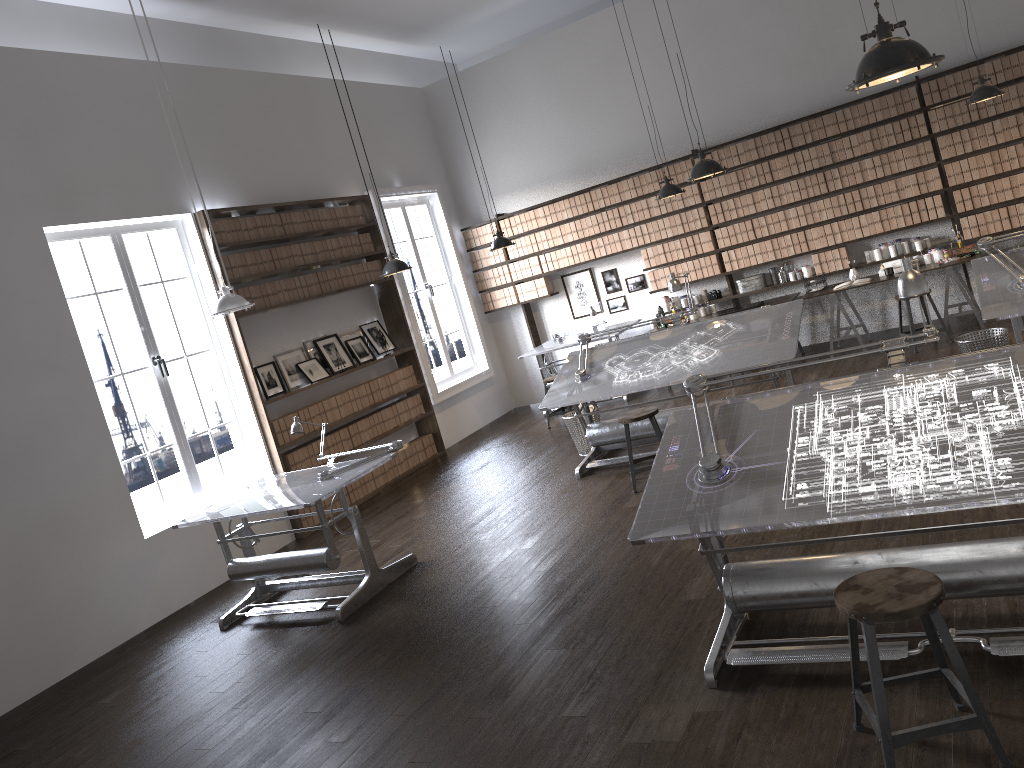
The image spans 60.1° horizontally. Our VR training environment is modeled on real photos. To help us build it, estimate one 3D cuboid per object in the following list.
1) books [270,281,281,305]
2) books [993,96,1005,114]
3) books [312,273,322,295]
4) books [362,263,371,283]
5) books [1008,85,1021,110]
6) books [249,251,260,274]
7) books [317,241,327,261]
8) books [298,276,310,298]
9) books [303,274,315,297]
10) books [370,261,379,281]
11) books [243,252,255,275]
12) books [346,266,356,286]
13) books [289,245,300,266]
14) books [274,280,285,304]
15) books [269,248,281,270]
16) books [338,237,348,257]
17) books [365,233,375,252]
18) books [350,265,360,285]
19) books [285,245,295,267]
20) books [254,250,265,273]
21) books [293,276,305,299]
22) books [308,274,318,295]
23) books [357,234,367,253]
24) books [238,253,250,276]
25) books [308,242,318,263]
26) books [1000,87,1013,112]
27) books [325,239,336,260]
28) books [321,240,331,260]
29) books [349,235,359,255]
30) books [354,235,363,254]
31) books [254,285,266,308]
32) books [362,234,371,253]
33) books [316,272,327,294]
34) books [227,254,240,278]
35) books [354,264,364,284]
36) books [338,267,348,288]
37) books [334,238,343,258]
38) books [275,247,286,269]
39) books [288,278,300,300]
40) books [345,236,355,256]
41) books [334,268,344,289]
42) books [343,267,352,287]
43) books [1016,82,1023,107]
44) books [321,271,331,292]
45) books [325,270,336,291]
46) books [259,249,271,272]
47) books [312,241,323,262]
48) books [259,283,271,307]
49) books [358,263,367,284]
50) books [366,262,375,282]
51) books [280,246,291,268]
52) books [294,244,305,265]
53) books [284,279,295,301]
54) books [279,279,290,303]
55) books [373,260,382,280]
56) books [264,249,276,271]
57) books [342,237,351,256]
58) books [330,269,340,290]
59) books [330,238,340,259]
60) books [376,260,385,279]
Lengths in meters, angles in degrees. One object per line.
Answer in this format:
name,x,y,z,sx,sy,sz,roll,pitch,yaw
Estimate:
books,-2.291,-0.833,8.334,0.173,0.225,0.067,-13,5,29
books,4.660,-2.697,8.491,0.066,0.225,0.176,-14,6,29
books,-2.018,-0.982,8.876,0.173,0.225,0.067,-13,5,29
books,-1.641,-1.185,9.610,0.173,0.225,0.067,-13,5,29
books,4.775,-2.722,8.420,0.066,0.225,0.176,-14,6,29
books,-2.441,-1.096,8.188,0.173,0.225,0.067,-13,5,29
books,-2.006,-1.333,9.047,0.173,0.225,0.067,-13,5,29
books,-2.101,-0.935,8.696,0.173,0.225,0.067,-13,5,29
books,-2.069,-0.952,8.760,0.173,0.225,0.067,-13,5,29
books,-1.577,-1.219,9.730,0.173,0.225,0.067,-13,5,29
books,-2.466,-1.081,8.126,0.173,0.225,0.067,-13,5,29
books,-1.767,-1.117,9.363,0.173,0.225,0.067,-13,5,29
books,-2.186,-1.233,8.678,0.173,0.225,0.067,-13,5,29
books,-2.261,-0.848,8.388,0.173,0.225,0.067,-13,5,29
books,-2.309,-1.167,8.438,0.173,0.225,0.067,-13,5,29
books,-1.849,-1.416,9.343,0.173,0.225,0.067,-13,5,29
books,-1.628,-1.537,9.787,0.173,0.225,0.067,-13,5,29
books,-1.733,-1.135,9.425,0.173,0.225,0.067,-13,5,29
books,-2.218,-1.216,8.614,0.173,0.225,0.067,-13,5,29
books,-2.410,-1.113,8.250,0.173,0.225,0.067,-13,5,29
books,-2.136,-0.916,8.635,0.173,0.225,0.067,-13,5,29
books,-2.045,-0.966,8.817,0.173,0.225,0.067,-13,5,29
books,-1.692,-1.502,9.655,0.173,0.225,0.067,-13,5,29
books,-2.500,-1.064,8.070,0.173,0.225,0.067,-13,5,29
books,-2.065,-1.300,8.927,0.173,0.225,0.067,-13,5,29
books,4.721,-2.711,8.457,0.066,0.225,0.176,-14,6,29
books,-1.939,-1.368,9.167,0.173,0.225,0.067,-13,5,29
books,-1.974,-1.350,9.108,0.173,0.225,0.067,-13,5,29
books,-1.757,-1.467,9.527,0.173,0.225,0.067,-13,5,29
books,-1.730,-1.483,9.592,0.173,0.225,0.067,-13,5,29
books,-2.383,-0.783,8.155,0.173,0.225,0.067,-13,5,29
books,-1.664,-1.519,9.722,0.173,0.225,0.067,-13,5,29
books,-1.980,-1.001,8.938,0.173,0.225,0.067,-13,5,29
books,-2.557,-1.032,7.950,0.173,0.225,0.067,-13,5,29
books,-1.705,-1.151,9.489,0.173,0.225,0.067,-13,5,29
books,-1.822,-1.086,9.248,0.173,0.225,0.067,-13,5,29
books,-1.882,-1.400,9.287,0.173,0.225,0.067,-13,5,29
books,-2.281,-1.183,8.505,0.173,0.225,0.067,-13,5,29
books,-2.170,-0.899,8.576,0.173,0.225,0.067,-13,5,29
books,-1.792,-1.449,9.467,0.173,0.225,0.067,-13,5,29
books,-1.857,-1.069,9.192,0.173,0.225,0.067,-13,5,29
books,-1.796,-1.102,9.309,0.173,0.225,0.067,-13,5,29
books,4.834,-2.735,8.392,0.066,0.225,0.176,-14,6,29
books,-1.951,-1.018,9.006,0.173,0.225,0.067,-13,5,29
books,-1.916,-1.036,9.066,0.173,0.225,0.067,-13,5,29
books,-2.375,-1.131,8.310,0.173,0.225,0.067,-13,5,29
books,-2.031,-1.317,8.983,0.173,0.225,0.067,-13,5,29
books,-2.351,-0.800,8.217,0.173,0.225,0.067,-13,5,29
books,-1.676,-1.168,9.551,0.173,0.225,0.067,-13,5,29
books,-1.606,-1.203,9.672,0.173,0.225,0.067,-13,5,29
books,-2.250,-1.200,8.561,0.173,0.225,0.067,-13,5,29
books,-2.157,-1.250,8.743,0.173,0.225,0.067,-13,5,29
books,-2.200,-0.882,8.514,0.173,0.225,0.067,-13,5,29
books,-2.228,-0.866,8.450,0.173,0.225,0.067,-13,5,29
books,-1.553,-1.234,9.787,0.173,0.225,0.067,-13,5,29
books,-2.347,-1.147,8.375,0.173,0.225,0.067,-13,5,29
books,-1.824,-1.432,9.405,0.173,0.225,0.067,-13,5,29
books,-1.888,-1.052,9.130,0.173,0.225,0.067,-13,5,29
books,-1.909,-1.385,9.231,0.173,0.225,0.067,-13,5,29
books,-1.522,-1.250,9.849,0.173,0.225,0.067,-13,5,29
